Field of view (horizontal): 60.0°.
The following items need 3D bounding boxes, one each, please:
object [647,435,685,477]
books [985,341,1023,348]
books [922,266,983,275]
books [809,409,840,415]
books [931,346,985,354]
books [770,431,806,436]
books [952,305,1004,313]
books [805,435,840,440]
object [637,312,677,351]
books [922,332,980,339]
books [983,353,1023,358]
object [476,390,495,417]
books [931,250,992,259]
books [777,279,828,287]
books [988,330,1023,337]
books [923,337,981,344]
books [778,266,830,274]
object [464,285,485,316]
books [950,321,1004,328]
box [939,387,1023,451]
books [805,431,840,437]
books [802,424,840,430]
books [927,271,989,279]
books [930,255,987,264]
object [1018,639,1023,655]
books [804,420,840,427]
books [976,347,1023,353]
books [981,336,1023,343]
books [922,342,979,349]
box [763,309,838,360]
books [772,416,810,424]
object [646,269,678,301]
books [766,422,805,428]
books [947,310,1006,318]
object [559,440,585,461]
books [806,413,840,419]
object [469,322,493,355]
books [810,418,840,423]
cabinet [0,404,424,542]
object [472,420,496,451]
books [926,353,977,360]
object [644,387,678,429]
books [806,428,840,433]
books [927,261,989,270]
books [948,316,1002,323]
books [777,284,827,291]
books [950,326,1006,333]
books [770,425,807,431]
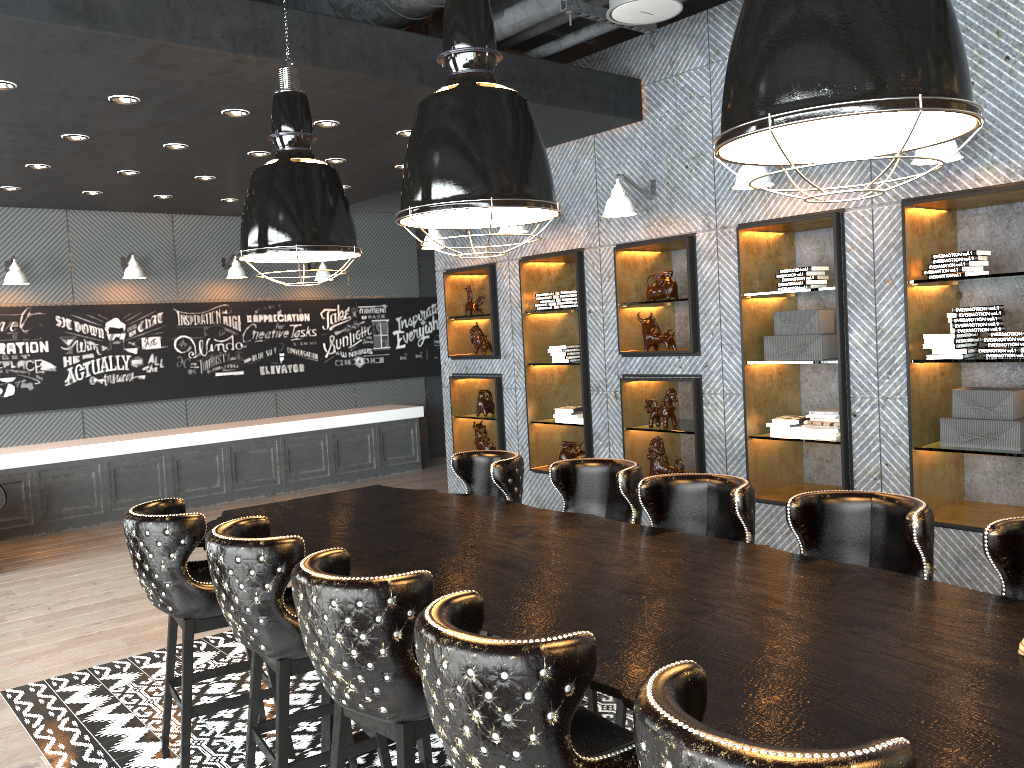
[{"bbox_3d":[1.134,0.580,6.519,0.177,0.387,0.338,-5,4,-32],"label":"object"},{"bbox_3d":[2.711,-0.218,4.772,0.194,0.028,0.245,-6,5,-44],"label":"books"},{"bbox_3d":[2.460,-0.632,4.949,0.193,0.028,0.245,-5,4,-29],"label":"books"},{"bbox_3d":[1.999,0.176,5.586,0.212,0.024,0.185,0,5,45],"label":"books"},{"bbox_3d":[2.482,-0.187,4.930,0.245,0.028,0.193,-6,5,-41],"label":"books"},{"bbox_3d":[1.837,0.314,5.822,0.243,0.034,0.180,-1,4,29],"label":"books"},{"bbox_3d":[2.558,-0.413,4.876,0.245,0.028,0.194,-1,4,25],"label":"books"},{"bbox_3d":[1.984,0.327,5.569,0.167,0.023,0.228,-6,4,-39],"label":"books"},{"bbox_3d":[1.068,-0.380,6.506,0.154,0.309,0.324,-5,4,-35],"label":"object"},{"bbox_3d":[2.457,-0.272,4.961,0.245,0.028,0.193,-5,4,-33],"label":"books"},{"bbox_3d":[2.696,-0.159,4.750,0.193,0.028,0.245,-6,4,-36],"label":"books"},{"bbox_3d":[-0.242,0.169,8.258,0.126,0.249,0.253,-2,4,25],"label":"object"},{"bbox_3d":[2.505,-0.719,4.946,0.193,0.028,0.245,-6,5,-40],"label":"books"},{"bbox_3d":[1.856,-0.644,5.675,0.193,0.028,0.245,-5,4,-29],"label":"books"},{"bbox_3d":[2.713,-0.273,4.748,0.194,0.028,0.245,-7,5,-45],"label":"books"},{"bbox_3d":[2.455,-0.242,4.934,0.245,0.028,0.193,-5,4,-27],"label":"books"},{"bbox_3d":[1.865,-0.729,5.669,0.193,0.028,0.245,-6,4,-37],"label":"books"},{"bbox_3d":[-0.339,-0.776,8.129,0.097,0.290,0.290,-6,4,-41],"label":"object"},{"bbox_3d":[2.541,-0.326,4.858,0.245,0.028,0.194,-2,4,22],"label":"books"},{"bbox_3d":[2.609,0.189,4.893,0.323,0.315,0.419,-6,4,-40],"label":"box"},{"bbox_3d":[1.984,0.306,5.578,0.159,0.021,0.224,-5,4,-31],"label":"books"},{"bbox_3d":[1.977,0.265,5.571,0.205,0.019,0.264,-6,5,-40],"label":"books"},{"bbox_3d":[2.479,-0.604,4.929,0.193,0.028,0.245,-5,4,-24],"label":"books"},{"bbox_3d":[2.494,-0.691,4.947,0.245,0.028,0.194,0,5,42],"label":"books"},{"bbox_3d":[1.265,0.395,1.878,0.249,0.545,0.475,-2,3,13],"label":"object"},{"bbox_3d":[1.981,0.243,5.581,0.197,0.023,0.248,-5,4,-23],"label":"books"},{"bbox_3d":[2.659,-0.185,4.745,0.193,0.028,0.245,-5,4,-29],"label":"books"},{"bbox_3d":[2.682,-0.245,4.773,0.245,0.028,0.194,0,5,40],"label":"books"},{"bbox_3d":[2.462,-0.217,4.979,0.245,0.028,0.193,-5,4,-34],"label":"books"},{"bbox_3d":[1.859,-0.317,5.719,0.298,0.315,0.419,-6,4,-40],"label":"box"},{"bbox_3d":[1.829,0.236,5.816,0.179,0.029,0.225,-1,4,35],"label":"books"},{"bbox_3d":[1.087,-0.716,6.467,0.139,0.222,0.278,-6,4,-40],"label":"object"},{"bbox_3d":[1.822,0.260,5.857,0.243,0.024,0.175,-6,5,-40],"label":"books"},{"bbox_3d":[2.546,-0.384,4.874,0.245,0.028,0.194,-2,4,11],"label":"books"},{"bbox_3d":[0.540,0.588,7.455,0.314,0.251,0.157,-5,3,-24],"label":"object"},{"bbox_3d":[1.986,0.199,5.569,0.197,0.020,0.206,-6,4,-38],"label":"books"},{"bbox_3d":[-0.277,-0.408,8.154,0.155,0.329,0.236,-5,4,-35],"label":"object"},{"bbox_3d":[2.009,0.219,5.583,0.247,0.023,0.244,-1,4,35],"label":"books"},{"bbox_3d":[-2.856,1.068,7.089,8.424,0.826,6.312,-6,5,-40],"label":"cabinet"},{"bbox_3d":[-0.247,0.526,8.230,0.269,0.362,0.170,0,4,43],"label":"object"},{"bbox_3d":[2.458,-0.159,4.962,0.193,0.028,0.245,0,5,43],"label":"books"},{"bbox_3d":[1.098,0.174,6.567,0.143,0.306,0.317,-6,4,-44],"label":"object"},{"bbox_3d":[1.982,0.285,5.578,0.202,0.022,0.228,-6,4,-37],"label":"books"},{"bbox_3d":[2.486,-0.662,4.944,0.193,0.028,0.245,-5,4,-32],"label":"books"},{"bbox_3d":[2.550,-0.357,4.894,0.245,0.028,0.194,-2,4,20],"label":"books"},{"bbox_3d":[1.859,-0.616,5.690,0.193,0.028,0.245,-6,5,-40],"label":"books"},{"bbox_3d":[2.550,-0.299,4.864,0.245,0.028,0.194,-2,4,19],"label":"books"},{"bbox_3d":[1.819,0.286,5.827,0.227,0.024,0.166,-2,4,18],"label":"books"}]
